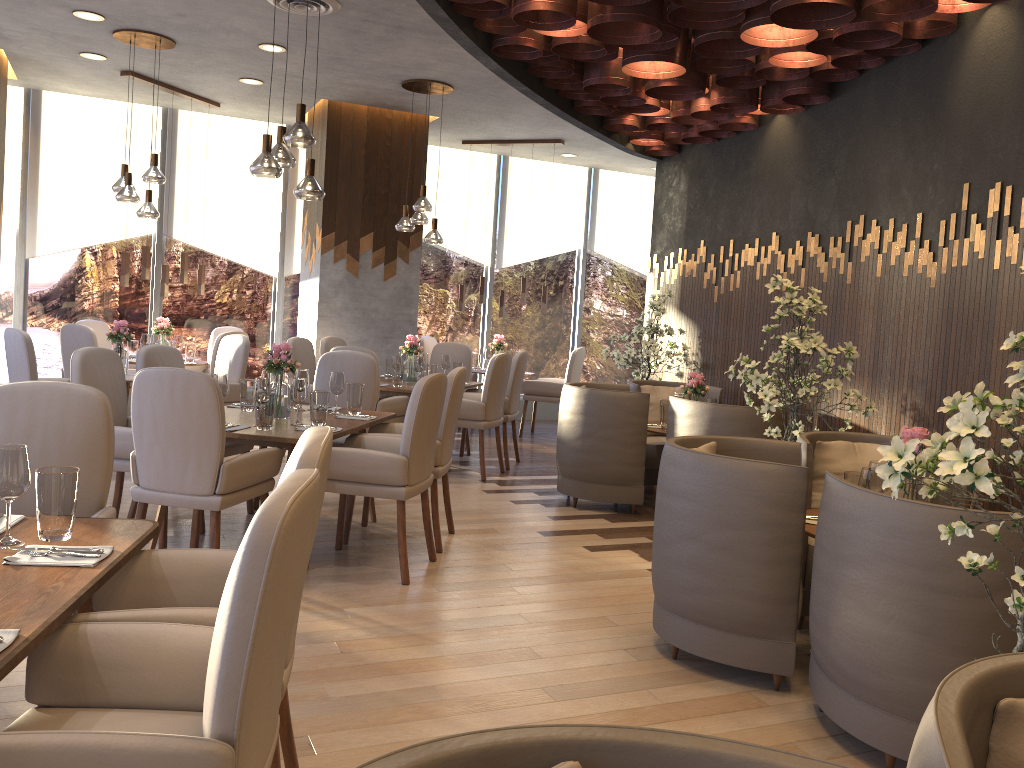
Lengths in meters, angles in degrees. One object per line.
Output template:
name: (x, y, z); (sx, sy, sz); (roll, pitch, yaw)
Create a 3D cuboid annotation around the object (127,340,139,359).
object: (-3.551, -0.319, 8.296); (0.102, 0.178, 0.102); (4, 3, 14)

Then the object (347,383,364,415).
object: (-0.923, 0.087, 5.203); (0.102, 0.178, 0.102); (2, 3, -24)

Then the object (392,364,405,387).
object: (-0.922, -0.068, 7.168); (0.102, 0.178, 0.102); (1, 4, -43)

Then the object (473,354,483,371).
object: (-0.381, -0.241, 9.811); (0.102, 0.178, 0.102); (5, 3, 24)

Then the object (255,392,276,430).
object: (-1.217, 0.135, 4.365); (0.102, 0.178, 0.102); (5, 3, 17)

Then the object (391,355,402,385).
object: (-0.950, -0.111, 7.271); (0.092, 0.244, 0.092); (2, 3, -22)

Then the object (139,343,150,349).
object: (-2.852, -0.196, 6.880); (0.092, 0.244, 0.092); (5, 3, 22)

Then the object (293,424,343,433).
object: (-0.994, 0.221, 4.475); (0.255, 0.019, 0.158); (4, 5, 10)

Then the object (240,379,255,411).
object: (-1.500, 0.064, 5.044); (0.102, 0.178, 0.102); (5, 3, 25)

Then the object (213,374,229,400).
object: (-1.495, 0.072, 4.529); (0.092, 0.244, 0.092); (3, 3, -11)

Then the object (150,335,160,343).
object: (-3.300, -0.327, 8.185); (0.092, 0.244, 0.092); (6, 4, 40)

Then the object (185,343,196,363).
object: (-3.038, -0.293, 8.371); (0.102, 0.178, 0.102); (2, 3, -21)

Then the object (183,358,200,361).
object: (-3.170, -0.238, 8.585); (0.157, 0.019, 0.255); (6, 5, 26)

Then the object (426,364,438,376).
object: (-0.673, -0.071, 7.402); (0.102, 0.178, 0.102); (1, 4, -34)

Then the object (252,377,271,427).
object: (-1.262, 0.092, 4.462); (0.092, 0.244, 0.092); (3, 3, -9)

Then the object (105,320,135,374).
object: (-3.017, -0.286, 6.805); (0.210, 0.415, 0.198); (5, 3, 23)

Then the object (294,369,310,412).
object: (-1.234, 0.036, 5.194); (0.092, 0.244, 0.092); (5, 3, 32)

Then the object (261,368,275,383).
object: (-1.401, 0.033, 5.094); (0.092, 0.244, 0.092); (5, 3, 28)

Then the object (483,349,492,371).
object: (-0.275, -0.269, 9.844); (0.092, 0.244, 0.092); (4, 3, -2)

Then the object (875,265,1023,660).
object: (1.214, 0.424, 1.969); (0.748, 1.614, 0.788); (6, 4, 42)

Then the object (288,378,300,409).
object: (-1.291, 0.057, 5.290); (0.102, 0.178, 0.102); (5, 3, 23)

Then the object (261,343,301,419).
object: (-1.271, -0.020, 4.834); (0.210, 0.415, 0.198); (5, 3, 23)

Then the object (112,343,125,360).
object: (-2.952, -0.183, 6.642); (0.092, 0.244, 0.092); (2, 3, -30)

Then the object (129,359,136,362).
object: (-3.443, -0.216, 8.094); (0.157, 0.019, 0.255); (5, 5, 20)

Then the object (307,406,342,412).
object: (-1.132, 0.145, 5.325); (0.157, 0.019, 0.255); (4, 5, 7)

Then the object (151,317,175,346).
object: (-3.292, -0.426, 8.358); (0.210, 0.415, 0.198); (3, 3, -12)

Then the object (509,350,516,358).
object: (0.003, -0.253, 9.855); (0.092, 0.244, 0.092); (2, 3, -33)

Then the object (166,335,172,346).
object: (-3.307, -0.353, 8.499); (0.092, 0.244, 0.092); (3, 3, -16)

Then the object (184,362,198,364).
object: (-3.058, -0.201, 8.209); (0.255, 0.019, 0.157); (5, 5, 22)

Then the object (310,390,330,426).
object: (-1.010, 0.127, 4.637); (0.102, 0.178, 0.102); (5, 3, 26)

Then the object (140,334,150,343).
object: (-3.445, -0.348, 8.329); (0.092, 0.244, 0.092); (6, 4, 43)

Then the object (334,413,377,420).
object: (-0.907, 0.181, 5.042); (0.255, 0.019, 0.158); (4, 5, 10)

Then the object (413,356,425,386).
object: (-0.775, -0.108, 7.368); (0.092, 0.244, 0.092); (2, 3, -28)

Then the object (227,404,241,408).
object: (-1.529, 0.129, 5.212); (0.255, 0.019, 0.158); (4, 5, 9)

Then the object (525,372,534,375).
object: (0.105, -0.124, 9.736); (0.255, 0.019, 0.157); (5, 5, 14)

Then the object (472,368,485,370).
object: (-0.383, -0.174, 9.981); (0.255, 0.019, 0.157); (5, 5, 18)

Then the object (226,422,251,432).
object: (-1.388, 0.206, 4.351); (0.157, 0.019, 0.255); (4, 5, 11)

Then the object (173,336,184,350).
object: (-3.142, -0.330, 8.342); (0.092, 0.244, 0.092); (5, 3, 25)

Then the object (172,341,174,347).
object: (-3.329, -0.330, 8.608); (0.102, 0.178, 0.102); (3, 3, -18)

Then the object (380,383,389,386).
object: (-1.093, 0.000, 7.181); (0.157, 0.019, 0.255); (5, 5, 21)

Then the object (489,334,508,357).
object: (-0.151, -0.338, 9.727); (0.210, 0.415, 0.198); (6, 4, 43)

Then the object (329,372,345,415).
object: (-1.018, 0.052, 5.153); (0.092, 0.244, 0.092); (1, 4, -38)
